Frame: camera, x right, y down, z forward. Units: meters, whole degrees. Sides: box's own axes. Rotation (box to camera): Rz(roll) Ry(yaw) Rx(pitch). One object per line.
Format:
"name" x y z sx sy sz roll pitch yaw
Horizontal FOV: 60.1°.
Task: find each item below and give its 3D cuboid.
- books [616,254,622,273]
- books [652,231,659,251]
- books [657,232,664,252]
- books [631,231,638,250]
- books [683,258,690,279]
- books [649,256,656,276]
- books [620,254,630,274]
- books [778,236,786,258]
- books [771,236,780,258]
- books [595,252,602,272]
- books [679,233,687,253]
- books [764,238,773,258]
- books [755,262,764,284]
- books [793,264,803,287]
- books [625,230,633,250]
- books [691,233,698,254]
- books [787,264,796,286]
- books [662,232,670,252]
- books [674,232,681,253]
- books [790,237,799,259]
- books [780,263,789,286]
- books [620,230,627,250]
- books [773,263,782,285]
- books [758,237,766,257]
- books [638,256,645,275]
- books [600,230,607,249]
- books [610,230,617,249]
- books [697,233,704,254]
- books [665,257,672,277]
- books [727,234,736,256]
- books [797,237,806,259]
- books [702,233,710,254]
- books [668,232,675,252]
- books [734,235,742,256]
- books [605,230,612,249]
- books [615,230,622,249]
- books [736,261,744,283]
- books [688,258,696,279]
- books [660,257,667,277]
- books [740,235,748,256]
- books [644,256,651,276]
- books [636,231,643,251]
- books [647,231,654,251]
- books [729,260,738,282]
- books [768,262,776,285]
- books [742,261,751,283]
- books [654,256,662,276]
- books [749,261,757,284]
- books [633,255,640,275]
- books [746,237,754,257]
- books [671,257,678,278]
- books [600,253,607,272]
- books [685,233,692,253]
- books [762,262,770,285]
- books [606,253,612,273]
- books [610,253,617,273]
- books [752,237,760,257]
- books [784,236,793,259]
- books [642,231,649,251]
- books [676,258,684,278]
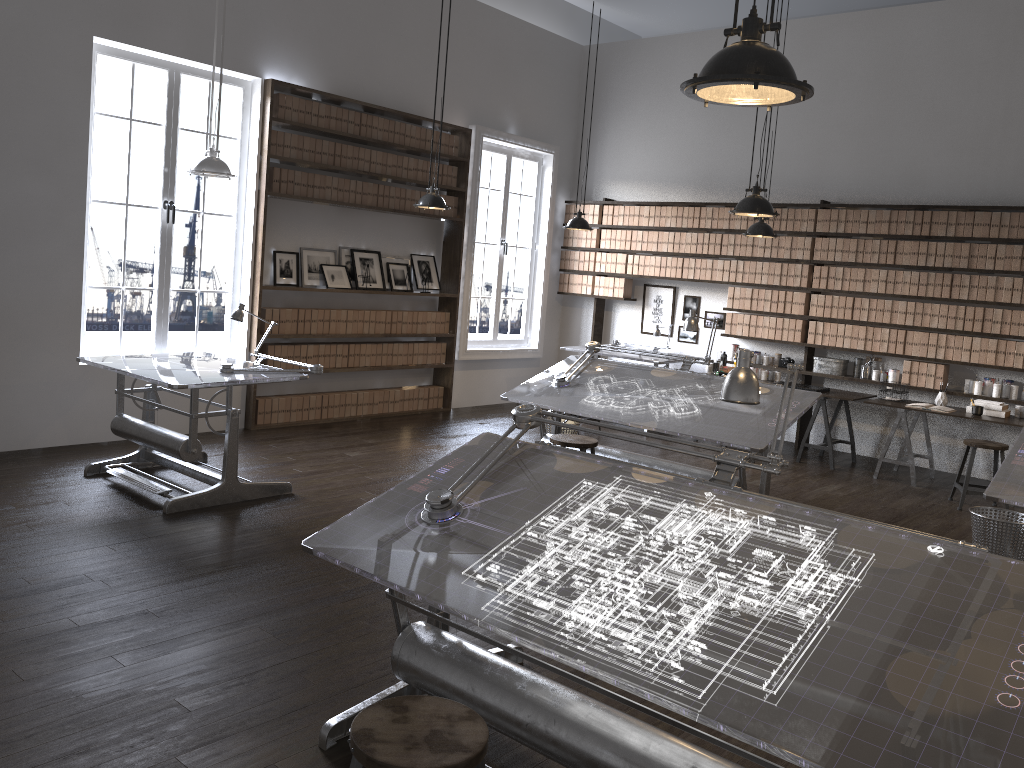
"books" 1.281 -1.384 10.209 0.067 0.224 0.174 8 7 40
"books" 1.646 -1.584 9.892 0.067 0.225 0.174 8 7 40
"books" 1.699 -1.574 9.853 0.067 0.224 0.174 8 7 40
"books" 1.437 -1.624 10.077 0.067 0.225 0.174 8 7 40
"books" 1.939 -1.253 9.654 0.067 0.225 0.174 8 7 40
"books" 1.617 -1.313 9.923 0.067 0.225 0.174 8 7 40
"books" 1.326 -1.375 10.165 0.067 0.225 0.174 8 7 40
"books" 2.762 -1.374 8.954 0.067 0.225 0.174 8 7 40
"books" 2.708 -1.384 8.997 0.067 0.225 0.174 8 7 40
"books" 1.061 -1.425 10.390 0.067 0.225 0.174 8 7 40
"books" 1.909 -1.535 9.678 0.067 0.225 0.174 8 7 40
"books" 2.652 -1.394 9.040 0.067 0.225 0.174 8 7 40
"books" 2.575 -1.139 9.107 0.067 0.225 0.174 8 7 40
"books" 2.887 -1.080 8.843 0.067 0.225 0.174 8 7 40
"books" 1.377 -1.635 10.122 0.067 0.225 0.174 8 7 40
"books" 2.012 -1.514 9.580 0.067 0.225 0.174 8 7 40
"books" 2.836 -1.090 8.892 0.067 0.225 0.174 8 7 40
"books" 1.746 -1.565 9.811 0.067 0.224 0.174 8 7 40
"books" 1.855 -1.545 9.721 0.067 0.225 0.174 8 7 40
"books" 2.864 -1.354 8.864 0.067 0.224 0.174 8 7 40
"books" 2.783 -1.100 8.937 0.067 0.225 0.174 8 7 40
"books" 1.324 -1.645 10.173 0.067 0.224 0.174 8 7 40
"books" 2.728 -1.110 8.976 0.067 0.225 0.174 8 7 40
"books" 2.599 -1.404 9.088 0.067 0.224 0.174 8 7 40
"books" 1.512 -1.333 10.014 0.067 0.225 0.174 8 7 40
"books" 1.115 -1.684 10.347 0.067 0.225 0.174 8 7 40
"books" 1.222 -1.663 10.251 0.067 0.225 0.174 8 7 40
"books" 2.067 -1.504 9.534 0.067 0.225 0.174 8 7 40
"books" 1.775 -1.284 9.790 0.067 0.224 0.174 8 7 40
"books" 2.341 -1.452 9.304 0.067 0.225 0.174 8 7 40
"books" 2.911 -1.345 8.823 0.067 0.224 0.174 8 7 40
"books" 2.118 -1.495 9.497 0.067 0.224 0.174 8 7 40
"books" 1.800 -1.555 9.763 0.067 0.225 0.174 8 7 40
"books" 2.397 -1.443 9.262 0.067 0.225 0.174 8 7 40
"books" 1.168 -1.674 10.298 0.067 0.225 0.174 8 7 40
"books" 1.273 -1.655 10.214 0.067 0.224 0.174 8 7 40
"books" 2.417 -1.169 9.244 0.067 0.225 0.174 8 7 40
"books" 1.990 -1.242 9.605 0.067 0.225 0.174 8 7 40
"books" 1.724 -1.292 9.827 0.067 0.225 0.174 8 7 40
"books" 2.451 -1.432 9.216 0.067 0.225 0.174 8 7 40
"books" 1.566 -1.323 9.971 0.067 0.225 0.174 8 7 40
"books" 1.488 -1.614 10.028 0.067 0.225 0.174 8 7 40
"books" 1.598 -1.594 9.940 0.067 0.225 0.174 8 7 40
"books" 2.360 -1.179 9.288 0.067 0.225 0.174 8 7 40
"books" 2.680 -1.120 9.023 0.067 0.224 0.174 8 7 40
"books" 2.473 -1.159 9.202 0.067 0.225 0.174 8 7 40
"books" 1.669 -1.303 9.874 0.067 0.225 0.174 8 7 40
"books" 2.524 -1.149 9.155 0.067 0.225 0.174 8 7 40
"books" 1.456 -1.343 10.057 0.067 0.225 0.174 8 7 40
"books" 2.498 -1.422 9.169 0.067 0.225 0.174 8 7 40
"books" 1.826 -1.274 9.750 0.067 0.224 0.174 8 7 40
"books" 1.118 -1.415 10.346 0.067 0.225 0.174 8 7 40
"books" 1.960 -1.525 9.630 0.067 0.225 0.174 8 7 40
"books" 2.631 -1.128 9.062 0.067 0.224 0.174 8 7 40
"books" 1.173 -1.405 10.304 0.067 0.225 0.174 8 7 40
"books" 1.225 -1.395 10.258 0.067 0.225 0.174 8 7 40
"books" 2.552 -1.413 9.129 0.067 0.224 0.174 8 7 40
"books" 2.811 -1.363 8.904 0.067 0.225 0.174 8 7 40
"books" 1.545 -1.604 9.986 0.067 0.225 0.174 8 7 40
"books" 1.879 -1.263 9.698 0.067 0.225 0.174 8 7 40
